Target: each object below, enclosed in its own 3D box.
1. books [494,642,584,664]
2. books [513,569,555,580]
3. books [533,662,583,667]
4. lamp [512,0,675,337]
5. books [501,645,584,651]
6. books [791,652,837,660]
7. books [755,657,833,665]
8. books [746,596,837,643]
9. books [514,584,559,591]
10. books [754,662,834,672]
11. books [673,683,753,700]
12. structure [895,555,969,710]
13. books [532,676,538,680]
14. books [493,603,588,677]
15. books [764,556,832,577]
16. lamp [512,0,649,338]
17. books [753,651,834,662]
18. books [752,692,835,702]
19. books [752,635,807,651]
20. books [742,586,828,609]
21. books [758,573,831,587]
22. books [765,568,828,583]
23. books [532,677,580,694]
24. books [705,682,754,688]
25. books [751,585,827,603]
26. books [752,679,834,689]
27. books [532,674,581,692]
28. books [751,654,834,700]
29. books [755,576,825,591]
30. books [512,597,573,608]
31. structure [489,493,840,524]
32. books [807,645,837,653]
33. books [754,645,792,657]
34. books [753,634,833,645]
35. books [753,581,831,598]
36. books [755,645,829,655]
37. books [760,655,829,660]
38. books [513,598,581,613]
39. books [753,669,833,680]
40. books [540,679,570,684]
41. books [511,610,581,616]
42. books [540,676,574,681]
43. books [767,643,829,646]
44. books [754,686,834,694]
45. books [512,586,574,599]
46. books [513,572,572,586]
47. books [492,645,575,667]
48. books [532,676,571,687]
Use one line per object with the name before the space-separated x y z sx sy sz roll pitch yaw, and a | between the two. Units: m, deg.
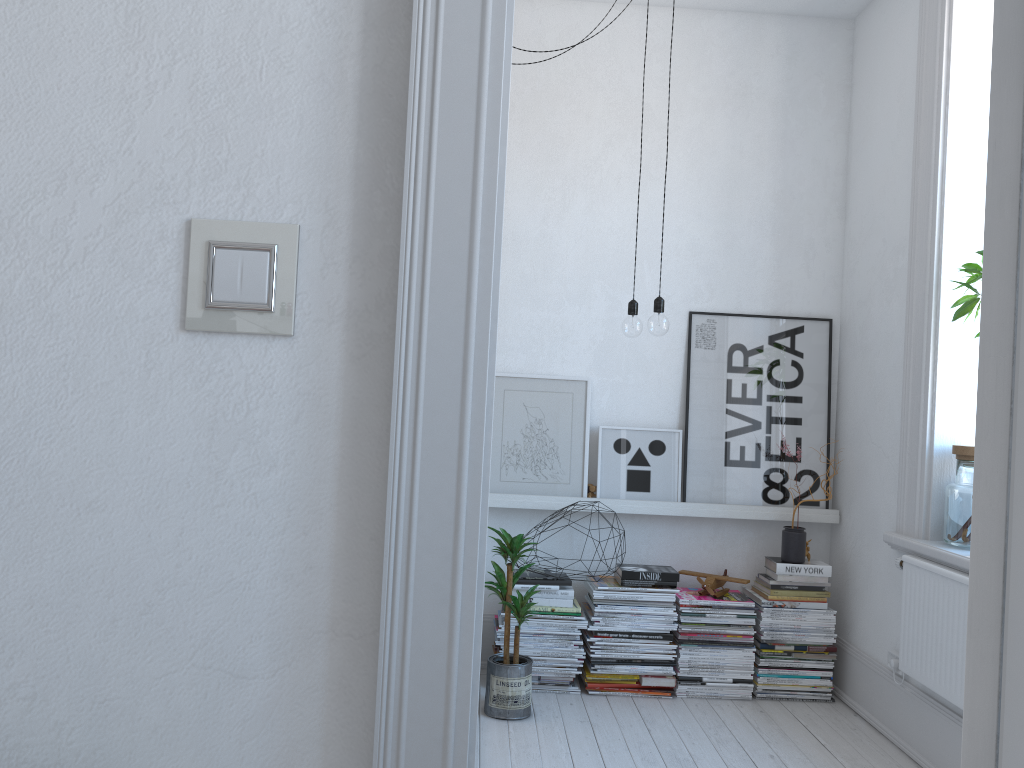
books | 0.109 1.109 3.679 0.361 0.015 0.284 3 -1 -3
books | 0.089 0.787 3.664 0.158 0.010 0.184 3 -1 -4
books | 0.119 1.121 3.676 0.336 0.011 0.271 3 -1 1
lamp | -0.122 -0.956 3.034 1.381 1.529 0.074 3 -1 3
books | 0.122 1.058 3.677 0.336 0.011 0.271 3 -1 1
books | 1.224 1.105 3.718 0.178 0.018 0.264 3 -1 -1
books | 1.145 1.134 3.713 0.307 0.005 0.247 3 -1 -4
books | 1.160 0.981 3.719 0.317 0.134 0.278 3 -1 -1
books | 0.091 0.820 3.662 0.183 0.019 0.207 3 -1 -5
books | 1.145 1.158 3.720 0.316 0.011 0.256 3 -1 -3
books | 0.812 1.245 3.689 0.316 0.061 0.263 3 -1 -1
structure | 1.377 0.795 2.779 0.049 0.418 0.742 3 -1 -2
books | 0.014 1.176 3.626 0.181 0.021 0.125 3 -1 -1
books | 0.108 1.046 3.674 0.378 0.251 0.304 3 -1 -1
books | 1.192 0.762 3.705 0.228 0.045 0.169 3 -1 1
lamp | -0.193 -0.957 3.154 1.381 1.529 0.074 3 -1 3
books | 1.153 1.120 3.717 0.300 0.005 0.242 3 -1 -2
books | 1.143 1.296 3.719 0.333 0.037 0.245 3 -1 -2
books | 1.097 1.070 3.691 0.193 0.023 0.194 3 -1 -2
books | 1.147 0.903 3.756 0.271 0.026 0.286 3 -1 -2
books | 1.179 0.820 3.709 0.262 0.018 0.146 3 -1 -3
books | 1.185 0.797 3.695 0.214 0.026 0.151 3 -1 -2
books | 0.096 1.216 3.677 0.360 0.031 0.281 3 -1 0
books | 0.870 1.212 3.682 0.192 0.012 0.251 3 -1 -2
books | 1.157 0.880 3.720 0.245 0.020 0.223 3 -1 -3
books | 1.142 1.227 3.712 0.316 0.005 0.253 3 -1 -2
books | 0.107 1.221 3.675 0.338 0.007 0.263 3 -1 1
books | 1.144 1.200 3.715 0.316 0.154 0.263 3 -1 -1
books | 1.168 0.840 3.737 0.233 0.020 0.187 3 -1 -4
books | 0.119 0.880 3.656 0.259 0.029 0.178 3 -1 3
structure | 0.632 0.530 3.829 1.534 0.056 0.138 3 -1 -2
books | 1.254 1.079 3.702 0.122 0.023 0.220 3 -1 -2
books | 1.067 1.096 3.661 0.134 0.019 0.119 3 -1 -2
books | 1.152 1.050 3.676 0.304 0.009 0.167 3 -1 -5
books | 1.171 0.860 3.724 0.257 0.021 0.202 3 -1 -5
books | 1.145 1.088 3.696 0.276 0.007 0.217 3 -1 -1
books | 1.155 1.115 3.717 0.292 0.005 0.229 3 -1 1
books | 0.124 0.904 3.650 0.298 0.019 0.194 3 -1 -3
books | 1.147 1.189 3.706 0.311 0.010 0.248 3 -1 1
books | 0.175 1.192 3.667 0.117 0.009 0.273 3 -1 2
books | 0.123 0.919 3.674 0.300 0.009 0.261 3 -1 -3
books | 0.181 1.180 3.660 0.132 0.014 0.232 3 -1 1
books | 1.152 1.058 3.685 0.255 0.007 0.199 3 -1 -6
books | 1.142 1.247 3.715 0.312 0.006 0.257 3 -1 -2
books | 0.120 0.849 3.668 0.258 0.034 0.176 3 -1 -1
books | 0.116 0.802 3.654 0.242 0.020 0.161 3 -1 -6
books | 0.090 1.127 3.676 0.335 0.008 0.271 3 -1 -5
books | 0.083 1.197 3.661 0.308 0.009 0.263 3 -1 0
